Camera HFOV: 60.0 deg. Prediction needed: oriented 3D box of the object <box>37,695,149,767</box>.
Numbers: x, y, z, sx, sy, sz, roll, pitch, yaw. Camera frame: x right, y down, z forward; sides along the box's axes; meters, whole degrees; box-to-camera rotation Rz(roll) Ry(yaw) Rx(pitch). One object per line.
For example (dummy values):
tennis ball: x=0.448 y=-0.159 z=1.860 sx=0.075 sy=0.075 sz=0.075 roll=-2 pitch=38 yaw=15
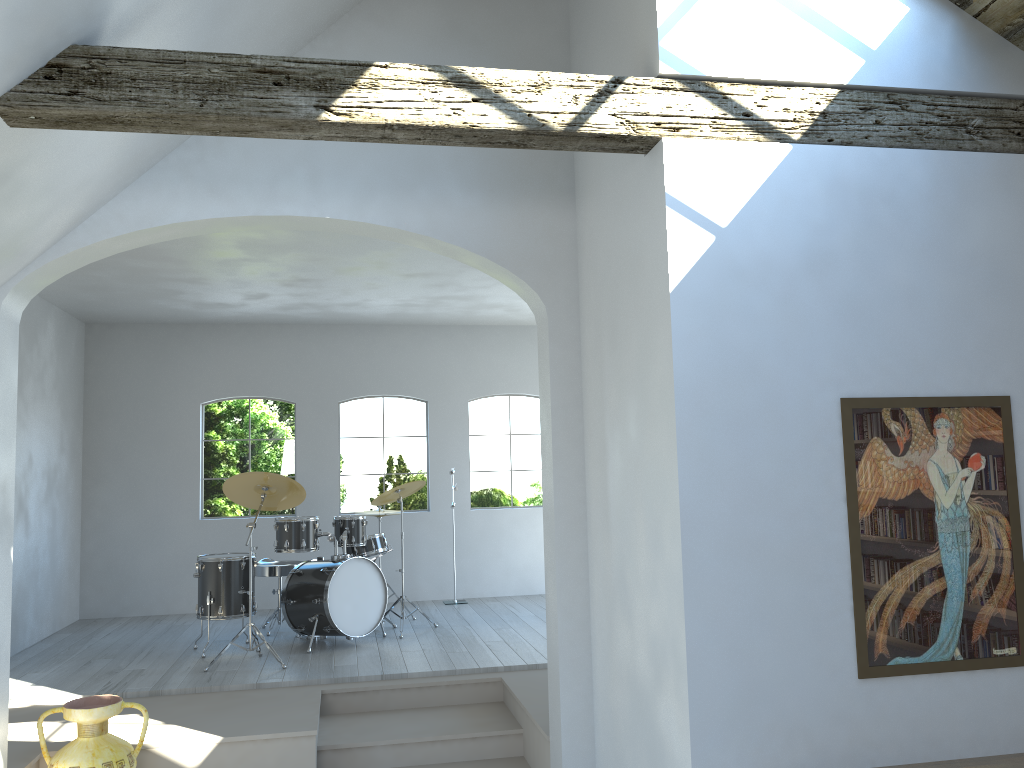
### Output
object: x=-2.066 y=1.875 z=4.367 sx=0.396 sy=0.605 sz=0.402 roll=-6 pitch=-7 yaw=36

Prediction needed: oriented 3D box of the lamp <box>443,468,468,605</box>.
lamp: x=-0.603 y=1.561 z=9.186 sx=0.232 sy=1.383 sz=0.238 roll=0 pitch=-6 yaw=-11

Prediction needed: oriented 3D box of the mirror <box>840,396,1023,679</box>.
mirror: x=1.635 y=0.571 z=3.413 sx=0.736 sy=1.047 sz=0.009 roll=0 pitch=-6 yaw=-11

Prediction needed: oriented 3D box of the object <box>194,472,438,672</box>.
object: x=-1.744 y=1.418 z=7.359 sx=1.465 sy=1.383 sz=2.354 roll=-5 pitch=-7 yaw=33

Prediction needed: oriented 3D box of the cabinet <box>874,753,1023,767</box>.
cabinet: x=1.604 y=1.751 z=3.109 sx=1.481 sy=0.714 sz=0.383 roll=0 pitch=-6 yaw=-11
